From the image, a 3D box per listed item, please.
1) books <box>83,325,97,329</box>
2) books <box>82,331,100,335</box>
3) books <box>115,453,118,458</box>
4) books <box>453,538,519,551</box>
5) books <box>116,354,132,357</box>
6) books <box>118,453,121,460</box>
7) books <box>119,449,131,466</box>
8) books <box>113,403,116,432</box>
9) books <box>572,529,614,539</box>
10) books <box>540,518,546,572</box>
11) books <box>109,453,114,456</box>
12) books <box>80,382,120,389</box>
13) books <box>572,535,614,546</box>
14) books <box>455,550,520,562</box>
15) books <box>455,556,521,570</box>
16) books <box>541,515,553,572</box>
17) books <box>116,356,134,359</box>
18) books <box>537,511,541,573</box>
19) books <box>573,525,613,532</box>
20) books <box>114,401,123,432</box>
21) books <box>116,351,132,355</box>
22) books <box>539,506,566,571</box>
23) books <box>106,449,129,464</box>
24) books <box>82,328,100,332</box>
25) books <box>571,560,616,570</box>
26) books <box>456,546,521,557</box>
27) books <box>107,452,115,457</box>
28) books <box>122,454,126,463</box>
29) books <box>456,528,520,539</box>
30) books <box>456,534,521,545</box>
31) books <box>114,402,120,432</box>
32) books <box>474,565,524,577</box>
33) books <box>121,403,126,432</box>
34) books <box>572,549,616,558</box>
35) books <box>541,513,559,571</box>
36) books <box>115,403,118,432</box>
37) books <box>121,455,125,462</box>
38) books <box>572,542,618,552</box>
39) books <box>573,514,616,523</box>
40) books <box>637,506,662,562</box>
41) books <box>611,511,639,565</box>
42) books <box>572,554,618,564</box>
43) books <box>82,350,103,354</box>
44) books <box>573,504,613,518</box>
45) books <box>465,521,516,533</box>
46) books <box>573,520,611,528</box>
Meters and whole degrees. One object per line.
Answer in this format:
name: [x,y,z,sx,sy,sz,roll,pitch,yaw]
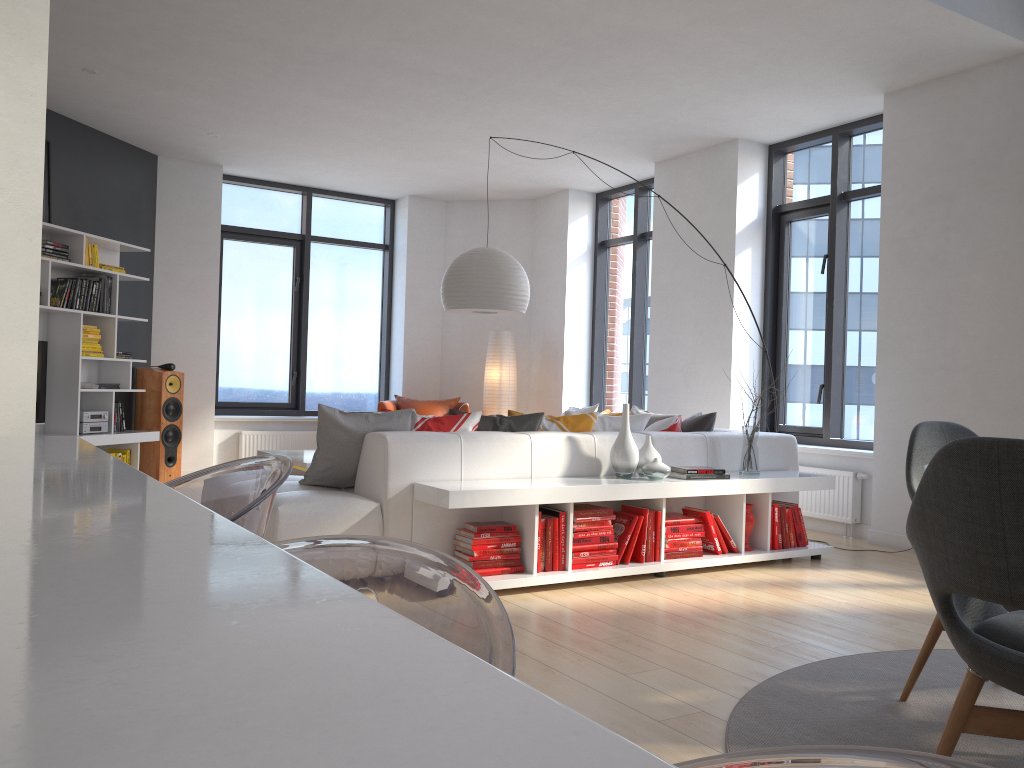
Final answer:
books: [-3.445,-0.456,7.042,0.163,0.023,0.223,2,0,17]
books: [-3.427,-0.409,7.039,0.160,0.022,0.227,2,0,29]
books: [-3.295,0.686,7.219,0.180,0.251,0.019,2,0,13]
books: [-0.127,0.767,4.281,0.261,0.028,0.191,2,0,-32]
books: [-3.288,-0.240,7.377,0.142,0.015,0.198,2,0,11]
books: [-3.287,0.687,7.245,0.185,0.250,0.035,2,0,13]
books: [-3.272,0.679,7.381,0.213,0.270,0.025,2,0,13]
books: [-3.345,0.274,7.284,0.189,0.240,0.053,2,0,13]
books: [0.354,0.748,4.505,0.261,0.027,0.191,2,0,-36]
books: [0.099,0.776,4.351,0.031,0.255,0.181,2,0,-32]
books: [-3.311,0.683,7.151,0.198,0.255,0.044,2,0,13]
books: [-3.381,0.014,7.199,0.250,0.047,0.310,2,0,9]
books: [0.347,0.781,4.520,0.279,0.039,0.206,2,0,-31]
books: [-0.121,0.818,4.257,0.266,0.026,0.187,2,0,-26]
books: [-0.118,0.848,4.269,0.259,0.034,0.206,2,0,-29]
books: [0.127,0.777,4.370,0.034,0.259,0.207,2,0,-32]
books: [-3.286,-0.221,7.377,0.161,0.023,0.213,2,0,16]
books: [0.072,0.758,4.331,0.036,0.294,0.208,2,0,-32]
books: [0.365,0.723,4.506,0.236,0.023,0.178,2,0,-32]
books: [-3.325,0.267,7.356,0.193,0.255,0.066,2,0,13]
books: [-3.301,-0.260,7.383,0.161,0.023,0.213,2,0,16]
books: [0.192,0.763,4.404,0.049,0.291,0.214,2,0,-32]
books: [-3.269,0.679,7.352,0.204,0.270,0.029,2,0,13]
books: [-3.421,-0.432,7.047,0.163,0.023,0.223,2,0,17]
books: [0.356,0.900,4.500,0.274,0.029,0.200,2,0,-32]
books: [-0.115,0.793,4.269,0.257,0.025,0.182,2,0,-32]
books: [-3.306,0.682,7.181,0.199,0.263,0.015,2,0,13]
books: [-3.271,0.696,7.323,0.172,0.234,0.024,2,0,13]
books: [-0.117,0.714,4.271,0.254,0.025,0.178,2,0,-33]
books: [-0.114,0.740,4.268,0.269,0.028,0.179,2,0,-31]
books: [-3.321,0.272,7.326,0.169,0.242,0.050,2,0,13]
books: [-0.129,0.881,4.254,0.301,0.032,0.227,2,0,-32]
books: [-3.311,0.273,7.384,0.177,0.242,0.066,2,0,13]
books: [0.366,0.844,4.489,0.266,0.026,0.187,2,0,-33]
books: [0.165,0.777,4.382,0.042,0.259,0.195,2,0,-32]
books: [-3.333,0.275,7.306,0.170,0.236,0.049,2,0,14]
books: [-3.273,0.696,7.297,0.172,0.234,0.024,2,0,13]
books: [0.351,0.816,4.522,0.301,0.032,0.227,2,0,-32]
books: [0.366,0.674,4.508,0.266,0.026,0.187,2,0,-38]
books: [0.721,0.793,4.699,0.028,0.269,0.181,2,0,-32]
books: [0.543,0.796,4.606,0.144,0.247,0.188,2,0,-32]
books: [0.369,0.871,4.487,0.282,0.030,0.188,2,0,-31]
books: [-3.418,-0.255,7.030,0.203,0.024,0.257,2,0,16]
books: [0.348,0.644,4.505,0.259,0.034,0.206,2,0,-35]
books: [-0.105,0.688,4.267,0.206,0.029,0.152,2,0,-26]
books: [0.346,0.699,4.503,0.257,0.025,0.182,2,0,-32]
